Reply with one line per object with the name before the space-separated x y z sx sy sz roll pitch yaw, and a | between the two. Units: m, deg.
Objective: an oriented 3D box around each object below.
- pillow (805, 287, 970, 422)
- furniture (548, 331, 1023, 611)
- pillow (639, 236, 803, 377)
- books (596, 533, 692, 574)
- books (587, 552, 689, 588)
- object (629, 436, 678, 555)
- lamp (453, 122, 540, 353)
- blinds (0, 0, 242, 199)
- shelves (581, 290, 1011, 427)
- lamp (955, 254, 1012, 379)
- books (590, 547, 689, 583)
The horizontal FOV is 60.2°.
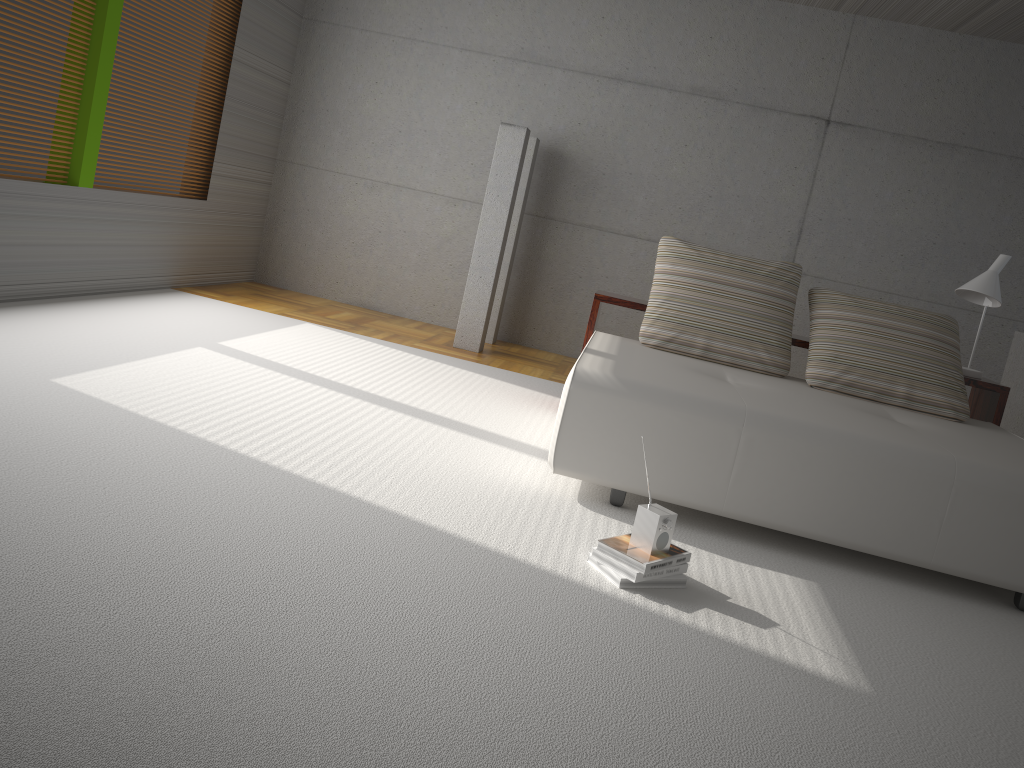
pillow | 1.941 -0.169 4.608 0.809 0.513 0.582 14 9 8
furniture | 1.322 0.310 4.083 2.173 0.517 1.626 14 10 7
pillow | 1.134 -0.427 4.764 0.802 0.605 0.494 13 8 7
books | 0.421 0.533 2.819 0.191 0.032 0.264 21 13 40
books | 0.401 0.594 2.825 0.263 0.032 0.192 7 12 -28
object | 0.438 0.344 2.760 0.185 0.363 0.091 6 9 -42
lamp | -0.107 -1.127 6.882 0.200 1.677 0.803 13 7 6
blinds | -2.405 -2.049 5.078 0.012 2.026 3.560 13 9 6
shelves | 1.504 0.069 5.052 2.255 0.710 0.403 14 7 7
lamp | 2.591 -0.388 4.885 0.322 0.694 0.247 11 7 -12
books | 0.407 0.563 2.822 0.264 0.032 0.192 3 14 -43
